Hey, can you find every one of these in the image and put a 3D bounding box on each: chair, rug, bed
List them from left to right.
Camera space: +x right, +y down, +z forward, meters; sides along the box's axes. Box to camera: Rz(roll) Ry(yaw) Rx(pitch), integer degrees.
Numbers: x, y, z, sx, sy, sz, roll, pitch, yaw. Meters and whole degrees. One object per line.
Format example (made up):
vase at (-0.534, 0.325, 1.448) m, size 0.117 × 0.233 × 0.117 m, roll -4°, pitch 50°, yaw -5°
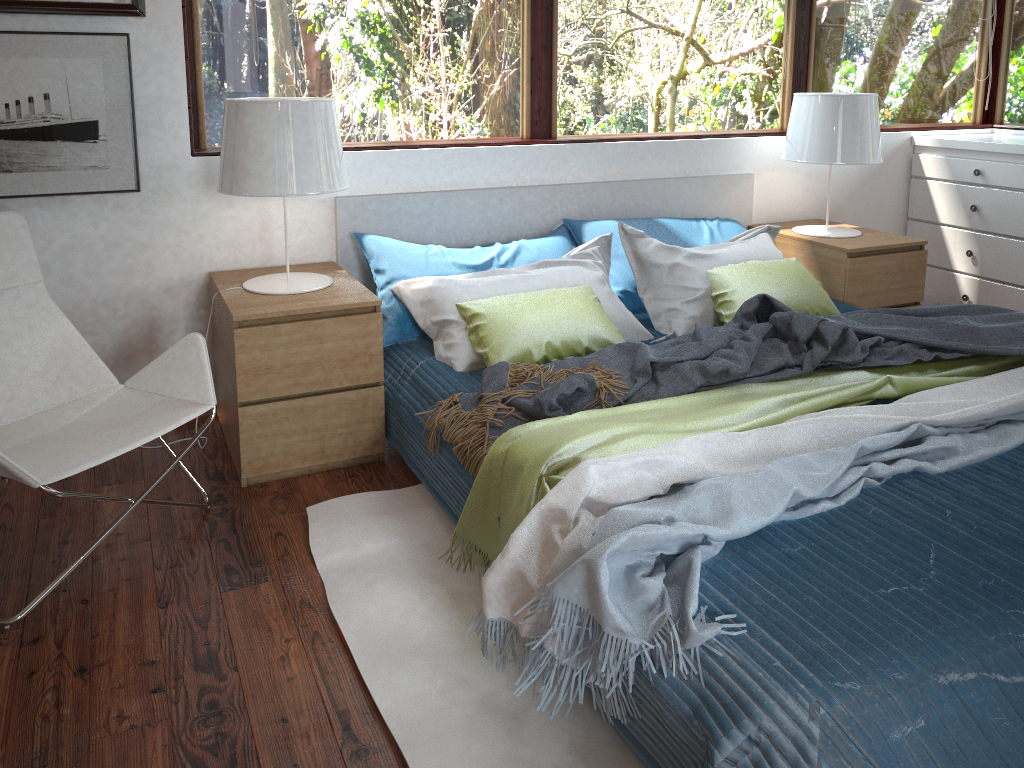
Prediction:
chair at (-1.227, 0.005, 2.200) m, size 0.805 × 0.770 × 0.721 m, roll 7°, pitch 16°, yaw 25°
bed at (0.789, -0.051, 2.486) m, size 2.153 × 0.741 × 2.670 m, roll -8°, pitch 20°, yaw -22°
rug at (1.004, 0.434, 2.117) m, size 2.733 × 0.047 × 1.866 m, roll -9°, pitch 21°, yaw -24°

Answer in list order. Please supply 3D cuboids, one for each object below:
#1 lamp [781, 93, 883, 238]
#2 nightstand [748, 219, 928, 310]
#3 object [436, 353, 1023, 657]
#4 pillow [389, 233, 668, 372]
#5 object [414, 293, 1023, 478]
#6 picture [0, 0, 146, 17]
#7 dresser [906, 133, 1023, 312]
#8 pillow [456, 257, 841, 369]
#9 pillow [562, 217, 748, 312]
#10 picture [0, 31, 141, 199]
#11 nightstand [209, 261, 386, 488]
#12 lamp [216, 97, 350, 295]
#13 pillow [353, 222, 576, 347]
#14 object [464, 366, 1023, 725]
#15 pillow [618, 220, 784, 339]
lamp at (1.346, -0.930, 3.684) m, size 0.410 × 0.568 × 0.417 m, roll -9°, pitch 16°, yaw -32°
nightstand at (1.371, -0.389, 3.771) m, size 0.431 × 0.522 × 0.630 m, roll -6°, pitch 17°, yaw -24°
object at (0.833, 0.187, 2.326) m, size 2.127 × 0.431 × 0.507 m, roll -11°, pitch 19°, yaw -28°
pillow at (0.066, -0.274, 2.919) m, size 0.882 × 0.346 × 0.488 m, roll -10°, pitch 19°, yaw -29°
object at (0.790, -0.036, 2.516) m, size 2.131 × 0.392 × 0.654 m, roll -5°, pitch 18°, yaw -16°
picture at (-1.439, -1.286, 2.597) m, size 0.631 × 0.351 × 0.043 m, roll -8°, pitch 13°, yaw -24°
dresser at (2.872, -0.351, 3.108) m, size 0.620 × 0.846 × 3.230 m, roll -6°, pitch 20°, yaw -23°
pillow at (0.504, -0.253, 2.909) m, size 1.389 × 0.212 × 0.322 m, roll -9°, pitch 19°, yaw -25°
pillow at (0.678, -0.518, 3.529) m, size 0.929 × 0.307 × 0.378 m, roll -9°, pitch 18°, yaw -26°
picture at (-1.432, -0.826, 2.681) m, size 0.508 × 0.489 × 0.044 m, roll -7°, pitch 12°, yaw -25°
nightstand at (-0.707, -0.056, 2.822) m, size 0.431 × 0.522 × 0.630 m, roll -6°, pitch 17°, yaw -24°
lamp at (-0.715, -0.600, 2.742) m, size 0.409 × 0.568 × 0.418 m, roll -7°, pitch 15°, yaw -27°
pillow at (-0.106, -0.398, 3.171) m, size 0.920 × 0.318 × 0.358 m, roll -9°, pitch 18°, yaw -26°
object at (0.955, 0.254, 1.979) m, size 2.178 × 0.363 × 0.553 m, roll -11°, pitch 20°, yaw -29°
pillow at (0.811, -0.426, 3.239) m, size 0.862 × 0.377 × 0.371 m, roll -11°, pitch 18°, yaw -30°
